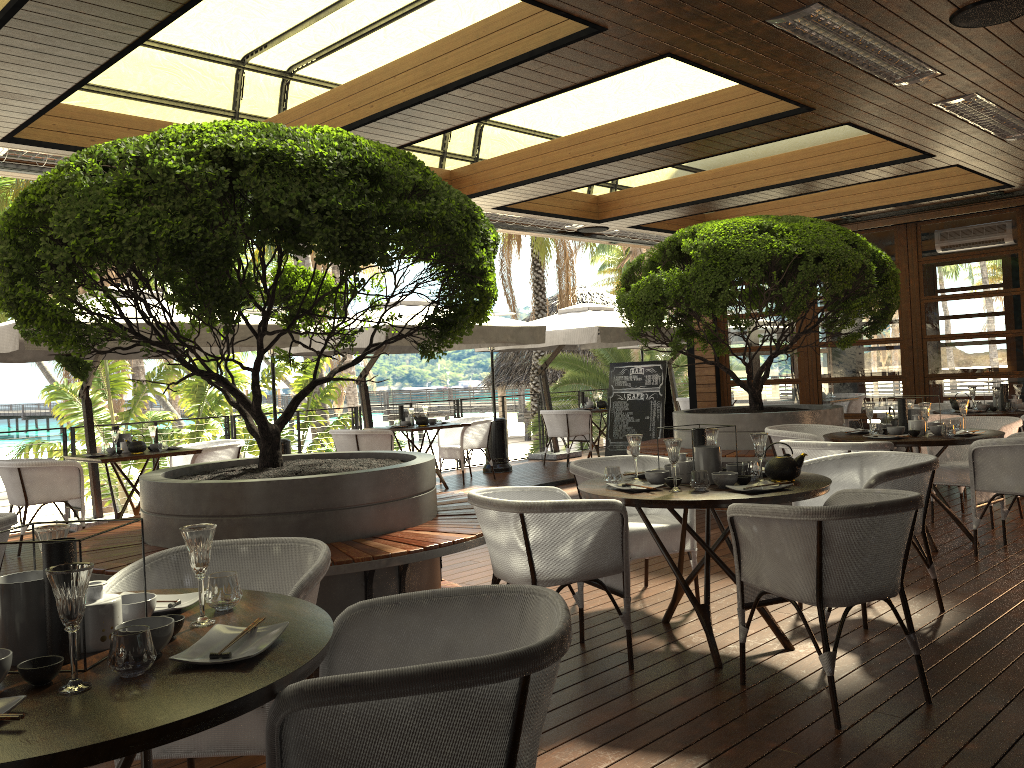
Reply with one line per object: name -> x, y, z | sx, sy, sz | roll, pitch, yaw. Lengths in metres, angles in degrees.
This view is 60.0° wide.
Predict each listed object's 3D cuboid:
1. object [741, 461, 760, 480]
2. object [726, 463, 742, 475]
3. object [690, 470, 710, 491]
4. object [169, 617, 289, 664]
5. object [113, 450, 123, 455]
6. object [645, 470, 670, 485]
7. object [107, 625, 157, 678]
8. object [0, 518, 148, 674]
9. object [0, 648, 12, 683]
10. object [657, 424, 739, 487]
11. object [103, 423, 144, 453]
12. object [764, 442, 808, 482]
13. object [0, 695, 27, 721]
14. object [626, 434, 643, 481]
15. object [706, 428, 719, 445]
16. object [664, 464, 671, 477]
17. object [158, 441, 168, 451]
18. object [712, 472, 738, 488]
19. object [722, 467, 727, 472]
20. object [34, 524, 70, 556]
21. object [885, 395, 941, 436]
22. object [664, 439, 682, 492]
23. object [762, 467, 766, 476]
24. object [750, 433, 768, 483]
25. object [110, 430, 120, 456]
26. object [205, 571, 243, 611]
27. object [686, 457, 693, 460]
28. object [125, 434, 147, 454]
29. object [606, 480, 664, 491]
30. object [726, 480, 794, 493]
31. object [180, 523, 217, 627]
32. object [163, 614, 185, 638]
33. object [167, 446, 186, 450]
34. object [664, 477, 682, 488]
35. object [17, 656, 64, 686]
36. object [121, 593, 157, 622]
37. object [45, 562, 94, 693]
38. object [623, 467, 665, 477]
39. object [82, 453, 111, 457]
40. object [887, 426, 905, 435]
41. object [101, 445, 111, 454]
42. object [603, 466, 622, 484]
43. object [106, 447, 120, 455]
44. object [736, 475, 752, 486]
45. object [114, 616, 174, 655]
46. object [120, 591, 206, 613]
object -> 1.122, 0.409, 4.172 | 0.086, 0.086, 0.086 | -3, 0, 23
object -> 1.096, 0.420, 4.283 | 0.116, 0.065, 0.116 | -3, 0, -24
object -> 0.827, 0.426, 3.902 | 0.086, 0.086, 0.086 | -3, 0, 18
object -> -0.584, 0.545, 1.884 | 0.170, 0.025, 0.294 | -3, 1, 4
object -> -3.556, 0.620, 8.002 | 0.080, 0.042, 0.080 | -3, 0, 6
object -> 0.681, 0.441, 4.156 | 0.116, 0.065, 0.116 | -3, 0, -24
object -> -0.742, 0.523, 1.730 | 0.086, 0.086, 0.086 | -3, 0, 8
object -> -0.974, 0.445, 1.900 | 0.263, 0.264, 0.263 | -3, 0, 4
object -> -1.006, 0.548, 1.669 | 0.116, 0.065, 0.116 | -3, 0, 13
object -> 0.876, 0.333, 4.195 | 0.263, 0.264, 0.263 | -3, 0, -28
object -> -3.654, 0.511, 8.344 | 0.263, 0.264, 0.263 | -3, 0, 0
object -> 1.249, 0.357, 4.092 | 0.163, 0.179, 0.168 | -3, 0, -25
object -> -0.960, 0.567, 1.499 | 0.294, 0.025, 0.170 | -3, 1, 9
object -> 0.601, 0.360, 4.314 | 0.082, 0.227, 0.082 | -3, 0, -27
object -> 1.004, 0.339, 4.450 | 0.082, 0.227, 0.082 | -3, 0, -34
object -> 0.813, 0.433, 4.389 | 0.116, 0.065, 0.116 | -3, 0, -1
object -> -3.250, 0.580, 8.255 | 0.086, 0.086, 0.086 | -3, 0, -40
object -> 0.951, 0.430, 3.955 | 0.116, 0.065, 0.116 | -3, 0, -1
object -> 1.016, 0.435, 4.354 | 0.080, 0.042, 0.080 | -3, 0, 6
object -> -1.128, 0.464, 2.182 | 0.082, 0.227, 0.082 | -3, 0, -2
object -> 2.810, 0.219, 6.208 | 0.263, 0.264, 0.263 | -3, 0, -41
object -> 0.717, 0.358, 3.916 | 0.082, 0.227, 0.082 | -3, 0, -34
object -> 1.218, 0.433, 4.410 | 0.170, 0.025, 0.294 | -3, 1, -23
object -> 1.128, 0.337, 4.028 | 0.082, 0.227, 0.082 | -3, 0, -27
object -> -3.544, 0.525, 7.923 | 0.082, 0.227, 0.082 | -2, -1, -44
object -> -0.720, 0.518, 2.213 | 0.086, 0.086, 0.086 | -3, 0, -36
object -> 0.906, 0.416, 4.477 | 0.086, 0.086, 0.086 | -3, 0, 18
object -> -3.440, 0.544, 8.130 | 0.168, 0.179, 0.163 | -3, 0, -43
object -> 0.570, 0.468, 4.028 | 0.170, 0.025, 0.294 | -3, 1, -23
object -> 1.092, 0.445, 3.837 | 0.295, 0.025, 0.170 | -3, 1, -28
object -> -0.729, 0.446, 2.074 | 0.082, 0.227, 0.082 | -3, 0, -7
object -> -0.770, 0.545, 1.976 | 0.080, 0.042, 0.080 | -3, 0, 2
object -> -3.262, 0.610, 8.466 | 0.294, 0.025, 0.170 | -2, 1, 45
object -> 0.736, 0.451, 4.041 | 0.080, 0.042, 0.080 | -3, 0, 6
object -> -0.903, 0.554, 1.701 | 0.080, 0.042, 0.080 | -3, 0, 37
object -> -0.898, 0.538, 2.090 | 0.116, 0.065, 0.116 | -3, 0, 13
object -> -0.822, 0.455, 1.658 | 0.082, 0.227, 0.082 | -3, 0, -2
object -> 0.694, 0.457, 4.531 | 0.295, 0.025, 0.170 | -3, 1, -28
object -> -3.702, 0.636, 7.925 | 0.294, 0.025, 0.170 | -2, 1, 45
object -> 2.641, 0.327, 6.095 | 0.116, 0.065, 0.116 | -3, 0, -20
object -> -3.719, 0.604, 8.133 | 0.086, 0.086, 0.086 | -3, 0, -40
object -> 0.482, 0.439, 4.244 | 0.086, 0.086, 0.086 | -3, 0, 23
object -> -3.627, 0.611, 8.070 | 0.116, 0.065, 0.116 | -2, 0, 43
object -> 1.042, 0.437, 4.002 | 0.080, 0.042, 0.080 | -3, 0, -6
object -> -0.767, 0.534, 1.856 | 0.116, 0.065, 0.116 | -3, 0, 25
object -> -0.948, 0.559, 2.252 | 0.294, 0.025, 0.170 | -3, 1, 9
